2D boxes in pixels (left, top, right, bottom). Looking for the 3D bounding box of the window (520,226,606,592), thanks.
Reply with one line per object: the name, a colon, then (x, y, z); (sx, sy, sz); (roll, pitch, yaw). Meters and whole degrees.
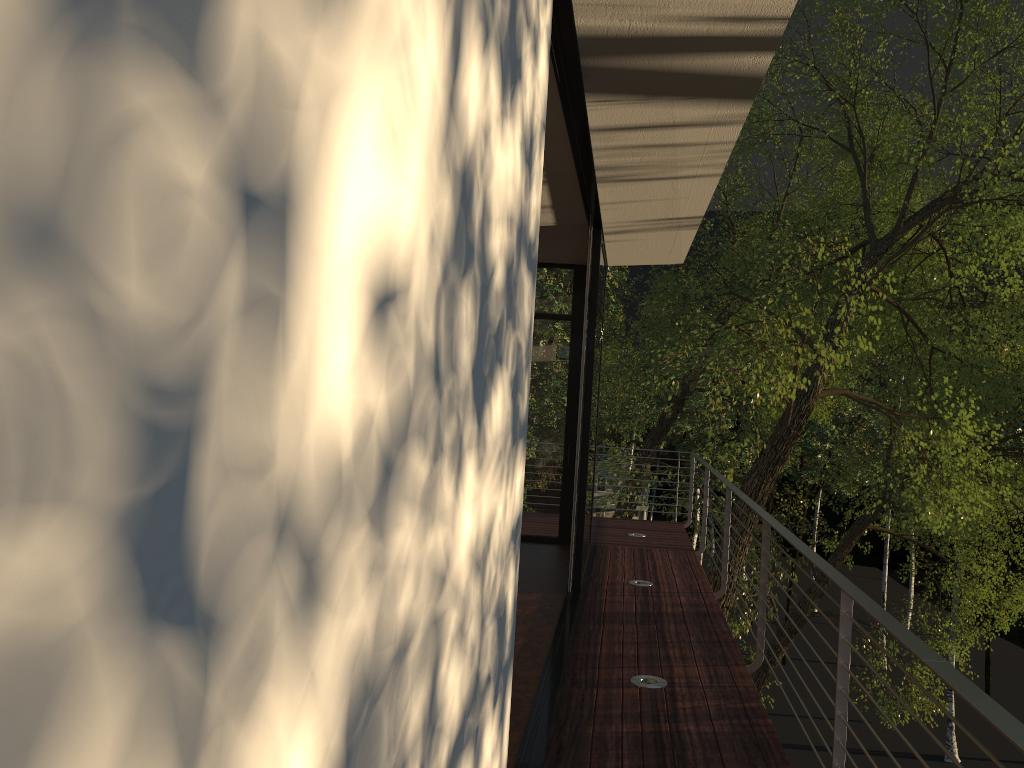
window: (-3.216, -0.082, 2.996); (6.807, 2.514, 10.367); (3, 0, 5)
